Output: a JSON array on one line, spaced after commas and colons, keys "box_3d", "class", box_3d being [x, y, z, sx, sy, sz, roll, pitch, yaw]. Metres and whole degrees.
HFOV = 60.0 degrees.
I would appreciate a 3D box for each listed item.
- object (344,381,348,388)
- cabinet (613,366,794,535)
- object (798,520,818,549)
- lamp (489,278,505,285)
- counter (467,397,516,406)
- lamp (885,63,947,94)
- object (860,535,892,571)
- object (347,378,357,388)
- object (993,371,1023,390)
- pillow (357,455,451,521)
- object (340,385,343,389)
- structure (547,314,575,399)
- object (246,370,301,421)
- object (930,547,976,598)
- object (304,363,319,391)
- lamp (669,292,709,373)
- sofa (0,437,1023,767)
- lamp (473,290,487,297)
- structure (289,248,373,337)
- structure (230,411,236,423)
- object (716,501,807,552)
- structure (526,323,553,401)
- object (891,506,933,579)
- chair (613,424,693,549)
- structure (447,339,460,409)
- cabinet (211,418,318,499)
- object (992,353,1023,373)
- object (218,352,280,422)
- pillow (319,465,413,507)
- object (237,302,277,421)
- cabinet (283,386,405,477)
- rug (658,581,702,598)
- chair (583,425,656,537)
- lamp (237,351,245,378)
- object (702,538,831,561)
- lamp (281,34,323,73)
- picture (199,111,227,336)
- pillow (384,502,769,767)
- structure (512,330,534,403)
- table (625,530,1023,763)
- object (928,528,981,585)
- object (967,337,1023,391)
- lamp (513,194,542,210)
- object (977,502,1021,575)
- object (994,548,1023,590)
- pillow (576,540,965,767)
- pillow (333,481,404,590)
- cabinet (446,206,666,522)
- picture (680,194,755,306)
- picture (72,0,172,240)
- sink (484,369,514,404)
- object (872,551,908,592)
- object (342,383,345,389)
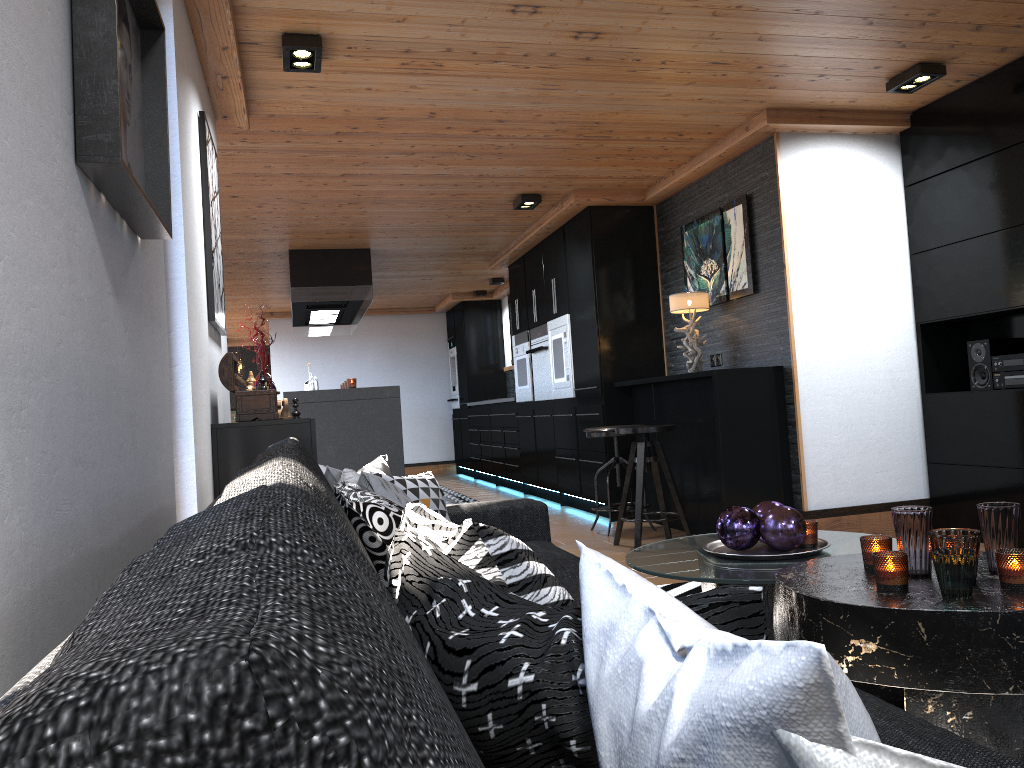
[{"box_3d": [-1.362, 0.014, 7.417, 0.078, 0.081, 0.080, -5, -2, 31], "class": "object"}, {"box_3d": [1.169, 0.447, 5.709, 0.432, 1.010, 1.615, -3, -2, -14], "class": "cabinet"}, {"box_3d": [0.934, 0.478, 2.819, 0.079, 0.081, 0.079, -4, -2, 1], "class": "object"}, {"box_3d": [-0.175, -1.196, 10.286, 0.156, 0.068, 0.151, -3, -2, -14], "class": "lamp"}, {"box_3d": [-0.018, 0.193, 10.217, 0.534, 0.040, 2.550, -3, -2, -14], "class": "counter"}, {"box_3d": [1.988, -1.512, 4.369, 0.156, 0.068, 0.259, -3, -2, -14], "class": "lamp"}, {"box_3d": [0.944, 0.437, 2.292, 0.079, 0.081, 0.079, -4, -2, 1], "class": "object"}, {"box_3d": [-1.276, -0.002, 7.064, 0.078, 0.081, 0.080, -5, -2, 31], "class": "object"}, {"box_3d": [2.653, -0.026, 4.488, 0.260, 0.088, 0.283, -3, -2, -14], "class": "object"}, {"box_3d": [-0.389, 0.394, 2.675, 0.296, 0.346, 0.542, -5, -2, 37], "class": "pillow"}, {"box_3d": [-1.534, 0.046, 8.124, 0.078, 0.081, 0.080, -5, -2, 31], "class": "object"}, {"box_3d": [0.397, -0.214, 7.379, 0.039, 0.672, 0.589, -3, -2, -14], "class": "structure"}, {"box_3d": [-0.933, 0.042, 3.433, 0.203, 0.197, 0.354, -4, -2, -3], "class": "object"}, {"box_3d": [0.975, 0.417, 1.952, 0.092, 0.099, 0.093, -5, -2, 22], "class": "object"}, {"box_3d": [-2.351, -0.020, 10.384, 0.227, 0.453, 0.223, -3, -2, -14], "class": "object"}, {"box_3d": [1.144, -0.315, 5.649, 0.248, 0.516, 0.246, -3, -2, -11], "class": "lamp"}, {"box_3d": [0.456, 0.467, 1.673, 2.101, 0.819, 3.069, -3, -2, -14], "class": "sofa"}, {"box_3d": [-0.407, -1.153, 11.239, 0.156, 0.068, 0.151, -3, -2, -14], "class": "lamp"}, {"box_3d": [-1.981, -0.901, 9.419, 0.715, 0.476, 3.229, -3, -2, -14], "class": "structure"}, {"box_3d": [-7.867, 1.352, 12.582, 9.267, 6.401, 10.954, -3, -2, -14], "class": "structure"}, {"box_3d": [0.814, 0.452, 2.804, 0.287, 0.143, 0.261, -3, -2, -31], "class": "object"}, {"box_3d": [0.239, -0.187, 7.981, 0.090, 0.673, 0.590, -3, -2, -14], "class": "structure"}, {"box_3d": [0.986, 0.388, 2.173, 0.095, 0.167, 0.093, -2, -3, -43], "class": "object"}, {"box_3d": [0.818, 0.613, 5.260, 0.395, 0.721, 0.390, -3, -2, -14], "class": "chair"}, {"box_3d": [-0.759, -0.129, 12.362, 0.257, 0.946, 0.593, -3, -2, -14], "class": "structure"}, {"box_3d": [-0.986, 0.386, 3.626, 0.360, 0.468, 0.949, -3, -2, -14], "class": "cabinet"}, {"box_3d": [2.642, -0.112, 4.490, 0.272, 0.088, 0.283, -3, -2, -14], "class": "object"}, {"box_3d": [-0.990, 0.008, 3.365, 0.211, 0.270, 0.285, -3, -2, -14], "class": "object"}, {"box_3d": [-0.326, 0.352, 2.151, 0.286, 0.328, 0.721, -3, -2, -24], "class": "pillow"}, {"box_3d": [-1.049, -0.096, 3.678, 0.153, 0.505, 0.322, -3, -2, -15], "class": "object"}, {"box_3d": [-1.844, 0.691, 9.169, 0.894, 1.104, 4.770, -3, -2, -14], "class": "cabinet"}, {"box_3d": [1.159, 0.856, 2.747, 1.672, 0.020, 2.881, -3, -2, -14], "class": "rug"}, {"box_3d": [0.723, 0.642, 5.959, 0.443, 0.717, 0.439, -3, -2, -11], "class": "chair"}, {"box_3d": [-6.922, -1.267, 22.236, 0.264, 2.203, 0.795, -3, -3, -23], "class": "lamp"}, {"box_3d": [0.805, 0.519, 2.811, 0.394, 0.022, 0.395, -4, -2, 4], "class": "object"}, {"box_3d": [-0.855, -1.350, 3.605, 0.156, 0.068, 0.259, -3, -2, -14], "class": "lamp"}, {"box_3d": [-1.188, -0.608, 3.532, 0.020, 0.782, 0.559, -3, -2, -14], "class": "picture"}, {"box_3d": [0.021, 0.311, 0.926, 0.313, 0.364, 0.662, -3, -2, -19], "class": "pillow"}, {"box_3d": [0.256, -0.168, 8.665, 0.384, 0.673, 0.595, -3, -2, -14], "class": "structure"}, {"box_3d": [0.887, 0.673, 2.502, 0.901, 0.372, 1.514, -3, -2, -13], "class": "table"}, {"box_3d": [1.035, 0.405, 2.065, 0.115, 0.122, 0.112, -2, -3, -38], "class": "object"}, {"box_3d": [2.591, -0.104, 4.712, 0.267, 0.266, 0.155, -3, -2, -15], "class": "object"}, {"box_3d": [0.109, -1.329, 6.442, 0.156, 0.068, 0.259, -3, -2, -14], "class": "lamp"}, {"box_3d": [1.182, 0.374, 2.141, 0.095, 0.167, 0.093, -2, -3, -43], "class": "object"}, {"box_3d": [1.130, 0.416, 1.989, 0.079, 0.081, 0.079, -4, -2, 1], "class": "object"}, {"box_3d": [0.212, 0.280, 0.461, 0.219, 0.347, 0.560, -2, -2, -34], "class": "pillow"}, {"box_3d": [-0.161, 0.337, 1.527, 0.277, 0.356, 0.723, -3, -2, -14], "class": "pillow"}, {"box_3d": [0.117, -0.063, 9.603, 0.546, 2.381, 6.388, -3, -2, -14], "class": "cabinet"}, {"box_3d": [1.297, -0.810, 5.678, 0.010, 0.594, 0.920, -3, -2, -14], "class": "picture"}, {"box_3d": [-0.681, -0.536, 1.576, 0.067, 0.451, 0.555, -3, -2, -14], "class": "picture"}, {"box_3d": [-0.020, 0.039, 10.142, 0.465, 0.421, 0.956, -3, -2, -14], "class": "sink"}, {"box_3d": [0.880, 0.434, 2.057, 0.079, 0.081, 0.079, -4, -2, 1], "class": "object"}, {"box_3d": [-1.448, 0.030, 7.771, 0.078, 0.081, 0.080, -5, -2, 31], "class": "object"}]
